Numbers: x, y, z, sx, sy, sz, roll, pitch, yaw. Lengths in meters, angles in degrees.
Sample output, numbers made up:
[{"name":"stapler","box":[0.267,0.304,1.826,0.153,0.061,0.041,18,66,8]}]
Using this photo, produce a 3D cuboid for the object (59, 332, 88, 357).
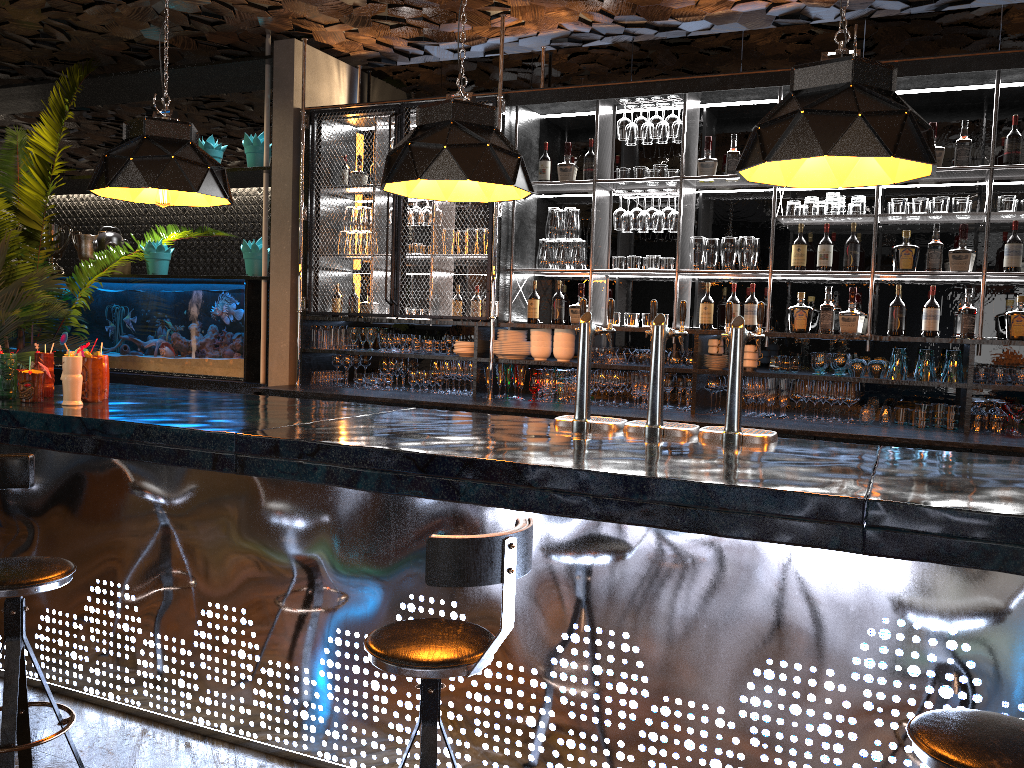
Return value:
[{"name":"object","box":[-1.991,-0.087,4.030,0.105,0.298,0.116,-1,5,-35]}]

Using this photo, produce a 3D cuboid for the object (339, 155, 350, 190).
[{"name":"object","box":[-1.261,-1.596,6.689,0.075,0.260,0.075,1,4,-17]}]

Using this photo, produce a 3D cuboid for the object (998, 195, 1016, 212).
[{"name":"object","box":[2.702,-0.977,4.846,0.089,0.092,0.089,3,4,10]}]

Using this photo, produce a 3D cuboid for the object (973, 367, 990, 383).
[{"name":"object","box":[2.590,-0.048,4.900,0.084,0.082,0.084,2,4,1]}]

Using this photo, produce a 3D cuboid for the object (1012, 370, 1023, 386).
[{"name":"object","box":[2.715,-0.032,4.738,0.084,0.082,0.084,5,5,42]}]

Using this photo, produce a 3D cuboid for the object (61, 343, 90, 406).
[{"name":"object","box":[-1.838,-0.044,3.727,0.081,0.264,0.099,6,5,45]}]

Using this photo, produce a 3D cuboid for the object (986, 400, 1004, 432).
[{"name":"object","box":[2.674,0.178,4.923,0.089,0.174,0.089,1,4,-15]}]

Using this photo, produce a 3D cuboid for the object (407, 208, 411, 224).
[{"name":"object","box":[-0.761,-1.261,6.365,0.081,0.213,0.081,4,4,30]}]

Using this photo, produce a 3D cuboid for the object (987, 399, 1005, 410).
[{"name":"object","box":[2.727,0.174,5.006,0.089,0.174,0.089,1,4,-15]}]

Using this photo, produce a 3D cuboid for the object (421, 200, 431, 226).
[{"name":"object","box":[-0.623,-1.263,6.461,0.081,0.213,0.081,4,4,30]}]

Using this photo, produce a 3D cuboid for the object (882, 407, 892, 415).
[{"name":"object","box":[2.164,0.184,5.132,0.067,0.099,0.067,2,4,-4]}]

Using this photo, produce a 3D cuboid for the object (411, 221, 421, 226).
[{"name":"object","box":[-0.702,-1.268,6.496,0.081,0.213,0.081,4,4,30]}]

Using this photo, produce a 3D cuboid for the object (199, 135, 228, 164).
[{"name":"object","box":[-2.404,-1.818,7.074,0.244,0.325,0.255,-1,5,-39]}]

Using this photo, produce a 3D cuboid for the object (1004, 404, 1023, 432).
[{"name":"object","box":[2.822,0.191,4.992,0.106,0.148,0.106,6,5,43]}]

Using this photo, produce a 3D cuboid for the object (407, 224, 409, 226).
[{"name":"object","box":[-0.789,-1.274,6.535,0.081,0.213,0.081,4,4,30]}]

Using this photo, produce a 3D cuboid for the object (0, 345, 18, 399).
[{"name":"object","box":[-2.214,-0.054,3.883,0.086,0.237,0.084,6,5,43]}]

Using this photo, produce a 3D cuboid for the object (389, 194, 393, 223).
[{"name":"object","box":[-0.848,-1.267,6.404,0.081,0.213,0.081,4,4,30]}]

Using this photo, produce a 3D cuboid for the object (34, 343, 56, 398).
[{"name":"object","box":[-2.105,-0.062,3.992,0.078,0.246,0.084,4,4,22]}]

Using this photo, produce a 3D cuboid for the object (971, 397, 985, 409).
[{"name":"object","box":[2.652,0.167,5.072,0.089,0.174,0.089,1,4,-15]}]

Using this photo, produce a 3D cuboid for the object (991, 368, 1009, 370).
[{"name":"object","box":[2.674,-0.042,4.867,0.084,0.082,0.084,5,5,41]}]

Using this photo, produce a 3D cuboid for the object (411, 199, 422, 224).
[{"name":"object","box":[-0.682,-1.256,6.330,0.081,0.213,0.081,4,4,30]}]

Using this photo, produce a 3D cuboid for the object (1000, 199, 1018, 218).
[{"name":"object","box":[2.780,-0.982,4.963,0.089,0.092,0.089,0,4,-22]}]

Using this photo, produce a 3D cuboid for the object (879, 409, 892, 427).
[{"name":"object","box":[2.113,0.190,5.018,0.067,0.099,0.067,2,4,-4]}]

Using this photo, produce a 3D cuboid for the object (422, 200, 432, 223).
[{"name":"object","box":[-0.599,-1.251,6.293,0.081,0.213,0.081,4,4,30]}]

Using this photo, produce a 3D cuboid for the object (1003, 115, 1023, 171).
[{"name":"object","box":[2.756,-1.326,4.874,0.086,0.299,0.086,1,4,-17]}]

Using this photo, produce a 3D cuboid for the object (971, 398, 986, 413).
[{"name":"object","box":[2.609,0.172,4.988,0.089,0.174,0.089,1,4,-15]}]

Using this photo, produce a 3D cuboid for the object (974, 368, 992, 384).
[{"name":"object","box":[2.554,-0.043,4.815,0.084,0.082,0.084,3,4,16]}]

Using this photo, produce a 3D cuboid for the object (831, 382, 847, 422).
[{"name":"object","box":[1.940,0.103,5.240,0.091,0.229,0.091,3,4,17]}]

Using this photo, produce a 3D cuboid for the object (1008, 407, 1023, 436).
[{"name":"object","box":[2.727,0.202,4.778,0.106,0.148,0.106,6,5,42]}]

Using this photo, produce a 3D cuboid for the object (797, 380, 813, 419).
[{"name":"object","box":[1.767,0.092,5.319,0.091,0.229,0.091,6,5,45]}]

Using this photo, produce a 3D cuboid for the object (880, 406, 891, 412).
[{"name":"object","box":[2.201,0.180,5.221,0.067,0.099,0.067,2,4,-4]}]

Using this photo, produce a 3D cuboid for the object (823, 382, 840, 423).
[{"name":"object","box":[1.858,0.106,5.154,0.091,0.229,0.091,-1,5,-39]}]

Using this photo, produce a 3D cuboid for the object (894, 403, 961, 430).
[{"name":"object","box":[2.348,0.178,5.035,0.356,0.134,0.206,4,5,31]}]

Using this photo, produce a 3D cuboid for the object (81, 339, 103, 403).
[{"name":"object","box":[-1.834,-0.060,3.864,0.091,0.277,0.080,-1,5,-34]}]

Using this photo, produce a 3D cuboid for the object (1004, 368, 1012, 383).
[{"name":"object","box":[2.776,-0.048,4.997,0.084,0.082,0.084,3,4,19]}]

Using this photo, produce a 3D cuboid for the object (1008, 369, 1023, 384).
[{"name":"object","box":[2.793,-0.042,4.916,0.084,0.082,0.084,4,4,21]}]

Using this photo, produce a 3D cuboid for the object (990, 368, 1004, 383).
[{"name":"object","box":[2.702,-0.047,4.948,0.084,0.082,0.084,2,4,6]}]

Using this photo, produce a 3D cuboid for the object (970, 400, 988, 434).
[{"name":"object","box":[2.532,0.180,4.815,0.089,0.174,0.089,1,4,-15]}]

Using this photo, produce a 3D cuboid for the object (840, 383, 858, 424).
[{"name":"object","box":[1.945,0.112,5.113,0.091,0.229,0.091,2,4,-4]}]

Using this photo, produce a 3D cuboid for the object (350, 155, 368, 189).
[{"name":"object","box":[-1.135,-1.575,6.591,0.108,0.244,0.108,3,4,13]}]

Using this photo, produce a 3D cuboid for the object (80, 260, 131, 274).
[{"name":"object","box":[-3.523,-1.000,7.688,0.320,0.135,0.250,4,4,24]}]

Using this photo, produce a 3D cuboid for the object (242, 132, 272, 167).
[{"name":"object","box":[-1.964,-1.789,6.874,0.265,0.325,0.245,3,4,18]}]

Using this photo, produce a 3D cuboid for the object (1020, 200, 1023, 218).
[{"name":"object","box":[2.885,-0.978,4.954,0.089,0.092,0.089,3,4,10]}]

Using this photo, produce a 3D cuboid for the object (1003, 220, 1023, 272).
[{"name":"object","box":[2.772,-0.754,4.901,0.086,0.298,0.086,1,4,-17]}]

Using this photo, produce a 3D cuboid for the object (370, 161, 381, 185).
[{"name":"object","box":[-1.005,-1.578,6.549,0.075,0.261,0.075,1,4,-17]}]

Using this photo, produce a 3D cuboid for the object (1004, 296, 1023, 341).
[{"name":"object","box":[2.805,-0.362,4.897,0.151,0.248,0.094,5,5,33]}]

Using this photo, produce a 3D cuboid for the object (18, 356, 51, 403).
[{"name":"object","box":[-2.050,-0.020,3.809,0.110,0.191,0.131,5,5,36]}]

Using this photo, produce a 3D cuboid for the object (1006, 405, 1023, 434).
[{"name":"object","box":[2.776,0.197,4.884,0.106,0.148,0.106,-1,5,-34]}]

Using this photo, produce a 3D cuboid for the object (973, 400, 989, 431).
[{"name":"object","box":[2.580,0.177,4.898,0.089,0.174,0.089,1,4,-15]}]

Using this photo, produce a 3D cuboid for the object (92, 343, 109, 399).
[{"name":"object","box":[-1.866,-0.059,4.004,0.080,0.254,0.091,4,4,26]}]

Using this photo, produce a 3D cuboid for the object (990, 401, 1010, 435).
[{"name":"object","box":[2.654,0.184,4.826,0.089,0.174,0.089,1,4,-15]}]

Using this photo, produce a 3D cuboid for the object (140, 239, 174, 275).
[{"name":"object","box":[-2.943,-1.047,7.351,0.265,0.325,0.245,1,4,-12]}]

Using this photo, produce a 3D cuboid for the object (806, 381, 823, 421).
[{"name":"object","box":[1.775,0.101,5.192,0.091,0.229,0.091,1,4,-19]}]

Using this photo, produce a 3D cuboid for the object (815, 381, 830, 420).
[{"name":"object","box":[1.854,0.097,5.280,0.091,0.229,0.091,-1,5,-34]}]

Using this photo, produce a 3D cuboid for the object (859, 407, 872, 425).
[{"name":"object","box":[2.018,0.183,5.062,0.067,0.100,0.067,3,4,16]}]

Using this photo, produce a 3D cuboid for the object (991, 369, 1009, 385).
[{"name":"object","box":[2.627,-0.038,4.779,0.084,0.082,0.084,4,4,25]}]

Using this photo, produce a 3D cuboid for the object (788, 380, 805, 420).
[{"name":"object","box":[1.679,0.095,5.229,0.091,0.229,0.091,3,4,10]}]

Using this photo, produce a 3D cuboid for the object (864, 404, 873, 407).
[{"name":"object","box":[2.114,0.173,5.264,0.067,0.100,0.067,3,4,16]}]

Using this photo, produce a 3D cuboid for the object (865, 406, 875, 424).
[{"name":"object","box":[2.077,0.179,5.159,0.067,0.100,0.067,3,4,16]}]
